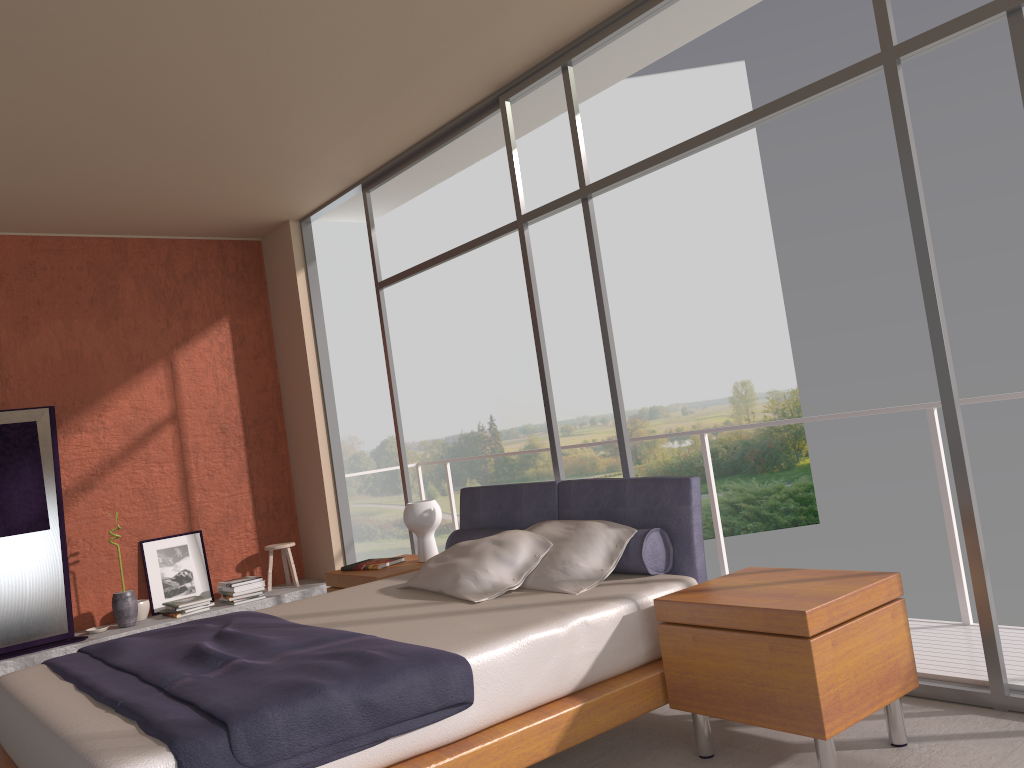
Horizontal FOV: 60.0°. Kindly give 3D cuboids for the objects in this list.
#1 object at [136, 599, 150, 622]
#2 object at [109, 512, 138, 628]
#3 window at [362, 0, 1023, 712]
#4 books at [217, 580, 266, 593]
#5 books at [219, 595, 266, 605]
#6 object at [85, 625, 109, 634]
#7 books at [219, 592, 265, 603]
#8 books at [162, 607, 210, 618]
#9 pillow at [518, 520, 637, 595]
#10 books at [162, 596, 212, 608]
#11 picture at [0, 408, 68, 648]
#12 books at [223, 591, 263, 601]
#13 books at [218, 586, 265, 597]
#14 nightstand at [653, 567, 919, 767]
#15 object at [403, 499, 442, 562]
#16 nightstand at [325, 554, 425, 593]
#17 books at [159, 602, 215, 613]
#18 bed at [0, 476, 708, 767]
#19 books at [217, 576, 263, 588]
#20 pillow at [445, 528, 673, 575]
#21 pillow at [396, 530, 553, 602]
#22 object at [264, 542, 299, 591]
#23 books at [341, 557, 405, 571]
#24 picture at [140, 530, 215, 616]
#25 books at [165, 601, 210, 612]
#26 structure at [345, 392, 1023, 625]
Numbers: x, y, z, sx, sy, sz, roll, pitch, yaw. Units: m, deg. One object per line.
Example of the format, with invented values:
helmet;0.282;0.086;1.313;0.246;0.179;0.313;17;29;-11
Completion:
object;-2.705;1.640;6.394;0.179;0.137;0.180;-7;-3;-26
object;-2.740;1.294;6.208;0.165;0.810;0.165;-7;-3;-15
window;0.992;-0.274;3.946;0.075;3.133;6.106;-6;-4;-38
books;-2.036;1.517;6.665;0.247;0.038;0.319;-6;-4;-41
books;-2.021;1.616;6.660;0.247;0.018;0.328;-6;-4;-37
object;-2.858;1.704;6.118;0.152;0.040;0.152;-8;-3;-3
books;-2.028;1.599;6.665;0.247;0.018;0.287;-6;-4;-39
books;-2.361;1.647;6.426;0.247;0.025;0.287;-5;-4;-42
pillow;0.170;0.749;3.846;0.400;0.265;0.791;-6;-4;-35
books;-2.358;1.581;6.438;0.247;0.018;0.328;-5;-4;-41
picture;-3.455;0.941;5.596;1.129;1.496;0.126;-6;-4;-38
books;-2.018;1.575;6.645;0.247;0.025;0.287;-7;-4;-28
books;-2.031;1.550;6.663;0.247;0.027;0.328;-6;-4;-37
nightstand;0.951;0.978;3.071;0.562;0.556;0.628;-6;-4;-38
object;-0.501;0.845;5.106;0.224;0.338;0.224;-7;-4;-27
nightstand;-0.655;1.325;5.138;0.562;0.556;0.628;-6;-4;-38
books;-2.359;1.625;6.442;0.328;0.018;0.247;-11;-4;36
bed;-0.626;1.037;3.544;2.462;0.959;2.017;-6;-4;-38
books;-2.044;1.487;6.672;0.247;0.025;0.287;-6;-4;-39
pillow;0.162;0.779;4.184;0.205;0.201;1.470;-6;-4;-38
pillow;-0.190;0.820;4.011;0.431;0.264;0.869;-6;-4;-31
object;-1.807;1.443;7.033;0.260;0.349;0.257;-9;-3;21
books;-0.814;1.057;5.203;0.287;0.025;0.247;-10;-4;32
picture;-2.527;1.419;6.701;0.458;0.550;0.117;-6;-4;-38
books;-2.351;1.601;6.433;0.247;0.025;0.287;-6;-4;-36
structure;1.327;0.692;4.293;0.728;1.005;7.689;-6;-4;-38
